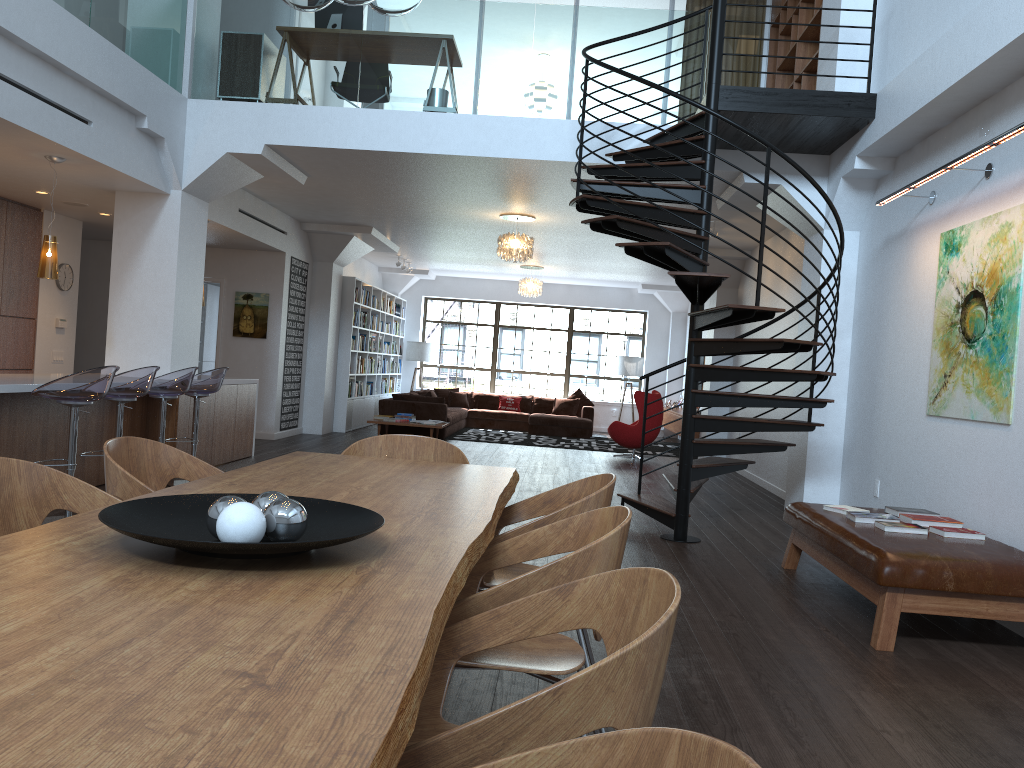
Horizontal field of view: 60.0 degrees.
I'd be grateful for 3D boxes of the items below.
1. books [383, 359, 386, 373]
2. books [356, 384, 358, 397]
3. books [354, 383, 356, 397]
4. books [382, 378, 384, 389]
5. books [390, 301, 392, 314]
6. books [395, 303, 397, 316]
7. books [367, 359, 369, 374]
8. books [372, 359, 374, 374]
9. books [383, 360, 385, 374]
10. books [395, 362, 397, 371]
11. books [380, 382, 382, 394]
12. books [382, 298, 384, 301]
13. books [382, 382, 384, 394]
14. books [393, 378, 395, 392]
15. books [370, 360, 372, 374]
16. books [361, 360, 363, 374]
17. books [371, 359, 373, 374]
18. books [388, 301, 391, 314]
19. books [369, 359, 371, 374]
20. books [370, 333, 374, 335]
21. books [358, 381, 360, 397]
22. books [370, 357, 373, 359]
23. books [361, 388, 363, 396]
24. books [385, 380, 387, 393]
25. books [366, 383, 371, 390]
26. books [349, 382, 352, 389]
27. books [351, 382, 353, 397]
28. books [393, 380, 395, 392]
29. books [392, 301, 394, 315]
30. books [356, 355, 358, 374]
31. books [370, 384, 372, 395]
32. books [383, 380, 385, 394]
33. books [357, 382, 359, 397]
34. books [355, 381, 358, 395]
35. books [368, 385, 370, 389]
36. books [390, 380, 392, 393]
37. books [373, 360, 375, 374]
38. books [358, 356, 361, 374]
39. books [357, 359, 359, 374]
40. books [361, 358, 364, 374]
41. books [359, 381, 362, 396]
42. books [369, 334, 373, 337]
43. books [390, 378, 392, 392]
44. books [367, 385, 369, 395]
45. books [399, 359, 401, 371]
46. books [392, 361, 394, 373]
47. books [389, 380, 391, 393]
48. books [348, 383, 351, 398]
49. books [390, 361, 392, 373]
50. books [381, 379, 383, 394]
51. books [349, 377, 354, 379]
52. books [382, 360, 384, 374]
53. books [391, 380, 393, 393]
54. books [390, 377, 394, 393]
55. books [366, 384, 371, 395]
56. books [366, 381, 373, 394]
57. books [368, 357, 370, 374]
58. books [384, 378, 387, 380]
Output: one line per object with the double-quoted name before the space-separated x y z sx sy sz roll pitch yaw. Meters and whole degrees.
"books" -2.464 -0.346 16.594 0.197 0.290 0.136 4 1 3
"books" -2.604 0.102 14.453 0.161 0.223 0.030 4 1 3
"books" -2.611 0.095 14.334 0.161 0.223 0.032 4 1 3
"books" -2.485 0.031 16.559 0.176 0.290 0.053 4 1 3
"books" -2.372 -1.450 16.749 0.183 0.253 0.034 4 1 3
"books" -2.348 -1.459 17.309 0.183 0.253 0.042 4 1 3
"books" -2.534 -0.307 15.117 0.160 0.250 0.026 4 1 3
"books" -2.520 -0.317 15.502 0.180 0.259 0.060 4 1 3
"books" -2.454 -0.325 16.489 0.182 0.253 0.098 4 1 3
"books" -2.400 -0.330 17.672 0.168 0.228 0.139 4 1 3
"books" -2.494 0.067 16.365 0.161 0.223 0.026 4 1 3
"books" -2.414 -1.439 16.061 0.160 0.251 0.031 4 1 3
"books" -2.480 0.066 16.519 0.161 0.223 0.026 4 1 3
"books" -2.427 0.014 17.722 0.176 0.290 0.053 4 1 3
"books" -2.531 -0.306 15.381 0.174 0.240 0.045 4 1 3
"books" -2.572 -0.293 14.714 0.168 0.231 0.037 4 1 3
"books" -2.517 -0.312 15.419 0.183 0.253 0.034 4 1 3
"books" -2.375 -1.445 16.667 0.171 0.246 0.057 4 1 3
"books" -2.528 -0.310 15.258 0.183 0.253 0.034 4 1 3
"books" -2.493 -0.866 15.175 0.223 0.027 0.161 4 1 13
"books" -2.603 0.072 14.642 0.180 0.259 0.042 4 1 3
"books" -2.523 -0.332 15.454 0.176 0.290 0.036 4 1 3
"books" -2.589 0.082 14.818 0.174 0.236 0.142 4 1 3
"books" -2.466 0.047 16.796 0.183 0.253 0.034 4 1 3
"books" -2.548 0.089 15.519 0.146 0.202 0.027 4 1 3
"books" -2.635 0.083 14.049 0.183 0.253 0.042 4 1 3
"books" -2.630 0.082 14.131 0.180 0.251 0.048 4 1 3
"books" -2.430 0.038 17.639 0.171 0.246 0.057 4 1 3
"books" -2.359 -1.452 16.918 0.183 0.253 0.034 4 1 3
"books" -2.571 -0.319 14.321 0.140 0.298 0.044 4 1 3
"books" -2.538 0.089 15.545 0.146 0.202 0.027 4 1 3
"books" -2.483 0.049 16.602 0.183 0.253 0.034 4 1 3
"books" -2.603 0.080 14.563 0.171 0.246 0.039 4 1 3
"books" -2.610 0.075 14.490 0.183 0.253 0.042 4 1 3
"books" -2.547 0.105 15.430 0.126 0.173 0.032 4 1 3
"books" -2.442 0.038 17.333 0.183 0.253 0.037 4 1 3
"books" -2.518 -0.309 15.640 0.174 0.240 0.045 4 1 3
"books" -2.580 -0.320 14.541 0.176 0.290 0.053 4 1 3
"books" -2.583 -0.297 14.458 0.171 0.246 0.057 4 1 3
"books" -2.566 -0.304 14.749 0.183 0.253 0.034 4 1 3
"books" -2.593 0.074 14.728 0.183 0.253 0.042 4 1 3
"books" -2.502 -0.830 15.199 0.174 0.045 0.240 4 1 3
"books" -2.455 0.021 17.392 0.198 0.284 0.066 4 1 3
"books" -2.548 0.108 15.402 0.122 0.169 0.023 4 1 3
"books" -2.364 -0.367 18.153 0.176 0.290 0.053 4 1 3
"books" -2.412 -0.340 17.448 0.183 0.253 0.042 4 1 3
"books" -2.451 0.041 17.187 0.183 0.253 0.037 4 1 3
"books" -2.632 0.092 13.936 0.174 0.240 0.054 4 1 3
"books" -2.422 -0.336 17.154 0.174 0.251 0.051 4 1 3
"books" -2.499 0.035 16.449 0.198 0.284 0.066 4 1 3
"books" -2.615 -0.100 13.961 0.223 0.027 0.161 4 1 13
"books" -2.463 -0.320 16.403 0.174 0.243 0.085 4 1 3
"books" -2.440 0.040 17.453 0.189 0.247 0.057 4 1 3
"books" -2.418 0.015 17.502 0.140 0.298 0.044 4 1 3
"books" -2.545 0.095 15.486 0.139 0.191 0.036 4 1 3
"books" -2.536 0.072 15.712 0.140 0.231 0.042 4 1 3
"books" -2.536 -0.328 15.182 0.176 0.290 0.053 4 1 3
"books" -2.472 0.027 16.831 0.176 0.290 0.036 4 1 3
